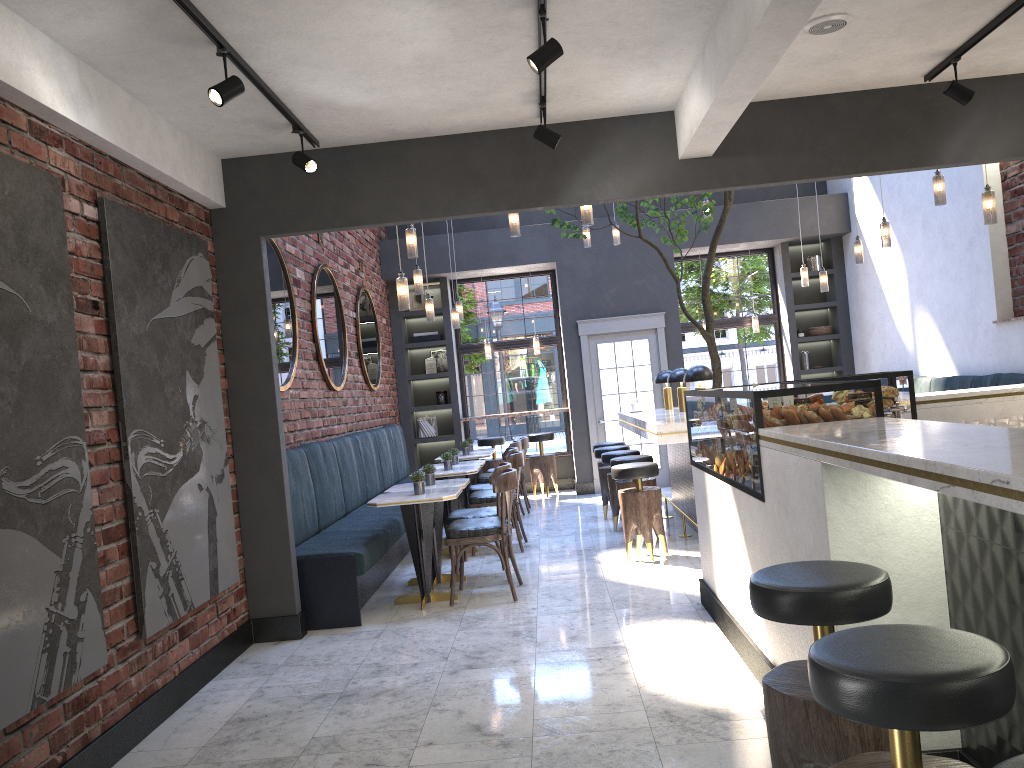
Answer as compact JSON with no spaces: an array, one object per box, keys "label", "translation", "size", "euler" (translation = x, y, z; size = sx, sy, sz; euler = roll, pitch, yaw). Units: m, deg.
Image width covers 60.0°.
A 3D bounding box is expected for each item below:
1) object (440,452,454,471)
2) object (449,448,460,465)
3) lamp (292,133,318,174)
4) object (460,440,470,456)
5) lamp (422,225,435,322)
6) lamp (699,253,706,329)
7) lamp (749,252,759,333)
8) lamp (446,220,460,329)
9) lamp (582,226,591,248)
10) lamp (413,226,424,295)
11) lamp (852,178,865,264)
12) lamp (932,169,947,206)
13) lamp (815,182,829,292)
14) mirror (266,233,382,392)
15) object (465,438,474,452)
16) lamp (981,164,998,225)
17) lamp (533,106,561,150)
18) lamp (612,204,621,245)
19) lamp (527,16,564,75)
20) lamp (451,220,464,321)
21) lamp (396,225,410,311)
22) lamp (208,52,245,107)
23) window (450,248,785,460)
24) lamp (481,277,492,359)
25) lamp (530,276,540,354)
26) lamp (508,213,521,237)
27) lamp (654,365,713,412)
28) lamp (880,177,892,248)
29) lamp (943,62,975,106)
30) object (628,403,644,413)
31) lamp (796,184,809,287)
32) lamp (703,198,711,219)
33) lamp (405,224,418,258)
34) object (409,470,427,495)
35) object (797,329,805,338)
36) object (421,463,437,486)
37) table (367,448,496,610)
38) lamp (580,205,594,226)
[{"label":"object","translation":[-0.579,0.692,7.965],"size":[0.118,0.165,0.122],"euler":[-5,0,-20]},{"label":"object","translation":[-0.557,0.695,8.546],"size":[0.118,0.165,0.122],"euler":[-5,0,-20]},{"label":"lamp","translation":[-1.167,-1.287,4.975],"size":[0.157,0.235,0.087],"euler":[-6,0,43]},{"label":"object","translation":[-0.512,0.702,9.743],"size":[0.118,0.165,0.122],"euler":[-5,0,-20]},{"label":"lamp","translation":[-0.979,-2.647,8.571],"size":[0.078,4.105,0.078],"euler":[-5,0,9]},{"label":"lamp","translation":[2.527,-1.330,11.815],"size":[0.078,1.429,0.078],"euler":[-5,0,-36]},{"label":"lamp","translation":[3.181,-1.394,11.790],"size":[0.078,1.429,0.078],"euler":[-5,0,32]},{"label":"lamp","translation":[-0.806,-2.653,9.746],"size":[0.078,4.105,0.078],"euler":[-5,0,-13]},{"label":"lamp","translation":[0.625,-3.530,9.634],"size":[0.078,4.105,0.078],"euler":[-5,0,-13]},{"label":"lamp","translation":[-1.022,-2.844,7.928],"size":[0.078,4.105,0.078],"euler":[-5,0,9]},{"label":"lamp","translation":[3.118,-3.190,8.443],"size":[0.078,4.105,0.078],"euler":[-6,0,-36]},{"label":"lamp","translation":[3.033,-3.392,6.677],"size":[0.078,4.105,0.078],"euler":[-5,0,-13]},{"label":"lamp","translation":[3.174,-3.038,9.554],"size":[0.078,4.105,0.078],"euler":[-5,0,-13]},{"label":"mirror","translation":[-1.703,-0.685,8.290],"size":[0.036,1.510,4.773],"euler":[-5,0,2]},{"label":"object","translation":[-0.490,0.705,10.324],"size":[0.118,0.165,0.122],"euler":[-5,0,-20]},{"label":"lamp","translation":[3.032,-3.122,5.978],"size":[0.078,4.105,0.078],"euler":[-5,0,-13]},{"label":"lamp","translation":[0.192,-1.420,4.926],"size":[0.157,0.238,0.087],"euler":[-5,0,-4]},{"label":"lamp","translation":[1.019,-3.654,10.247],"size":[0.078,4.105,0.078],"euler":[-5,0,-13]},{"label":"lamp","translation":[0.135,-1.426,3.732],"size":[0.157,0.238,0.087],"euler":[-5,0,-4]},{"label":"lamp","translation":[-0.797,-2.782,10.319],"size":[0.078,4.105,0.078],"euler":[-5,0,-13]},{"label":"lamp","translation":[-0.932,-2.551,6.078],"size":[0.078,4.105,0.078],"euler":[-5,0,-13]},{"label":"lamp","translation":[-1.222,-1.295,3.779],"size":[0.087,0.238,0.157],"euler":[-6,0,41]},{"label":"window","translation":[1.082,-1.796,5.962],"size":[6.405,5.364,12.709],"euler":[-6,0,2]},{"label":"lamp","translation":[-0.382,-1.049,11.926],"size":[0.078,1.429,0.078],"euler":[-5,0,32]},{"label":"lamp","translation":[0.272,-1.112,11.901],"size":[0.078,1.429,0.078],"euler":[-5,0,-36]},{"label":"lamp","translation":[-0.169,-3.196,6.913],"size":[0.078,4.105,0.078],"euler":[-5,0,32]},{"label":"lamp","translation":[0.696,-1.316,4.750],"size":[4.182,3.256,8.837],"euler":[-5,0,-15]},{"label":"lamp","translation":[3.088,-3.241,7.772],"size":[0.078,4.105,0.078],"euler":[-6,0,-36]},{"label":"lamp","translation":[2.434,-1.635,4.840],"size":[0.157,0.235,0.087],"euler":[-5,0,-4]},{"label":"object","translation":[1.346,0.255,9.648],"size":[0.176,0.098,0.204],"euler":[-6,0,7]},{"label":"lamp","translation":[3.186,-3.167,10.217],"size":[0.078,4.105,0.078],"euler":[-5,0,-13]},{"label":"lamp","translation":[1.932,-3.810,9.638],"size":[0.078,4.105,0.078],"euler":[-5,0,-13]},{"label":"lamp","translation":[-0.951,-3.008,6.762],"size":[0.078,4.105,0.078],"euler":[-5,0,-13]},{"label":"object","translation":[-0.648,0.681,6.145],"size":[0.118,0.165,0.122],"euler":[-5,0,-20]},{"label":"object","translation":[3.823,-0.671,11.764],"size":[0.116,0.119,0.117],"euler":[-5,0,-22]},{"label":"object","translation":[-0.626,0.685,6.726],"size":[0.118,0.165,0.122],"euler":[-5,0,-20]},{"label":"table","translation":[1.439,0.959,8.180],"size":[4.599,0.751,4.830],"euler":[-6,-1,2]},{"label":"lamp","translation":[0.320,-3.124,6.028],"size":[0.078,4.105,0.078],"euler":[-5,0,32]}]
